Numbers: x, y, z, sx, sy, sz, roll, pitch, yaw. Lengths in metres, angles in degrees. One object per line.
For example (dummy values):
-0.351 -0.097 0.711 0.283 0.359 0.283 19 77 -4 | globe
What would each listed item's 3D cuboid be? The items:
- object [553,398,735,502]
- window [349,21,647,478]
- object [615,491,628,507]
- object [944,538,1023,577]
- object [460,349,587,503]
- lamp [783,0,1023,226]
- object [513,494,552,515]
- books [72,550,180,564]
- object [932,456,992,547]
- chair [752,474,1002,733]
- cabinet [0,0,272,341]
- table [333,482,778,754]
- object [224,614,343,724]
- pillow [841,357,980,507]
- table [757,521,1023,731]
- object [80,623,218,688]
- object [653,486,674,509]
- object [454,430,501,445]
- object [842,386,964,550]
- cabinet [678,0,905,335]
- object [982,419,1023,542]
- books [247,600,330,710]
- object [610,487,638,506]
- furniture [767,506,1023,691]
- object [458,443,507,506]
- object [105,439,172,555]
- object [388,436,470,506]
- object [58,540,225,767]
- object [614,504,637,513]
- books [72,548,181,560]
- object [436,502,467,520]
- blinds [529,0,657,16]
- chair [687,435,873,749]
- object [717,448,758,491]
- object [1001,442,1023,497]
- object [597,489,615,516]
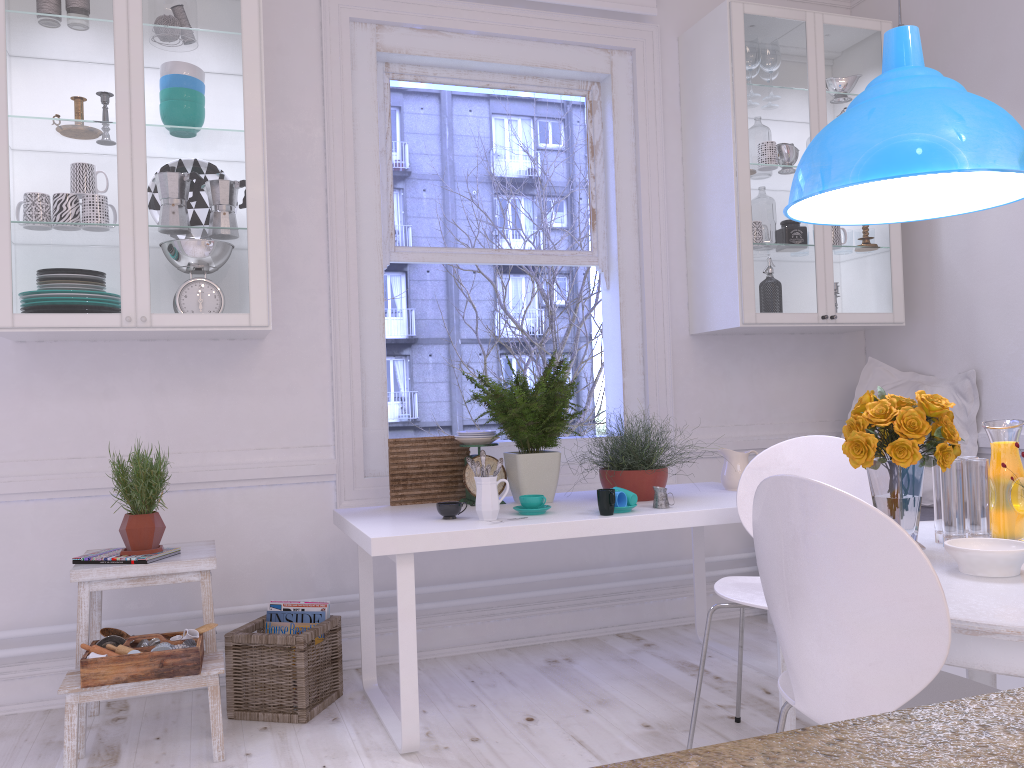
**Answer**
0.432 0.232 3.090 0.668 0.367 0.531 -2 -1 5 | object
-0.058 -0.541 3.734 1.234 1.782 0.181 -2 -1 -19 | window
0.314 0.359 2.744 0.080 0.058 0.069 -3 -1 44 | object
0.877 0.320 1.632 0.147 0.052 0.147 -2 -1 23 | object
0.059 0.147 3.064 0.438 0.527 0.368 -2 -1 -19 | object
0.902 -1.402 2.110 0.568 1.948 0.568 -2 -1 15 | lamp
0.063 0.377 2.774 0.121 0.055 0.121 -2 -1 21 | object
-1.170 0.526 2.702 0.246 0.011 0.180 -2 -1 11 | books
0.976 0.255 1.927 0.101 0.186 0.122 -2 -1 11 | object
0.679 0.558 1.468 0.483 0.845 0.604 -2 -1 -19 | chair
-1.260 -0.817 2.963 0.823 1.311 0.425 -2 -1 -19 | cabinet
0.224 0.713 2.975 1.514 0.619 0.736 -2 -1 -19 | table
-0.740 0.921 2.901 0.276 0.270 0.276 -2 -1 14 | object
1.667 0.194 3.783 0.677 0.642 0.374 -3 -1 41 | pillow
1.073 0.655 1.704 1.140 0.629 1.140 -2 -1 9 | table
-1.016 0.750 2.495 0.358 0.110 0.211 -2 -1 -17 | object
0.477 0.357 2.805 0.066 0.067 0.052 -2 -1 -19 | object
-0.121 0.188 3.133 0.164 0.047 0.163 -3 -1 30 | object
0.827 0.177 1.886 0.235 0.351 0.234 -3 -1 36 | object
1.212 -0.888 3.829 0.823 1.311 0.425 -2 -1 -19 | cabinet
1.083 0.211 1.938 0.094 0.267 0.116 -2 -1 7 | object
-0.737 0.887 2.914 0.221 0.306 0.205 -2 -1 14 | books
0.344 0.352 2.768 0.069 0.059 0.082 -1 -1 -41 | object
1.922 0.697 2.306 0.769 0.508 3.296 -2 -1 -19 | furniture
-0.109 0.315 3.123 0.159 0.208 0.185 -2 -1 -19 | object
-1.124 0.328 2.713 0.196 0.367 0.186 -3 -1 26 | object
-0.292 0.308 3.172 0.294 0.237 0.028 -2 -1 -19 | object
-1.098 0.797 2.685 0.418 0.534 0.599 -2 -1 -19 | object
0.328 0.385 2.752 0.121 0.021 0.121 -2 -1 21 | object
-1.170 0.518 2.702 0.246 0.007 0.180 -2 -1 11 | books
-0.191 0.389 2.719 0.082 0.048 0.079 -3 -1 30 | object
-0.044 -1.615 3.572 1.451 0.131 0.136 -2 -1 -19 | blinds
0.791 0.570 2.346 0.604 0.845 0.483 -3 -1 26 | chair
0.829 0.311 3.259 0.127 0.152 0.115 -1 -1 -37 | object
1.054 0.198 1.724 0.128 0.287 0.128 -2 -1 -18 | object
0.284 0.357 2.670 0.055 0.077 0.070 -2 -1 6 | object
